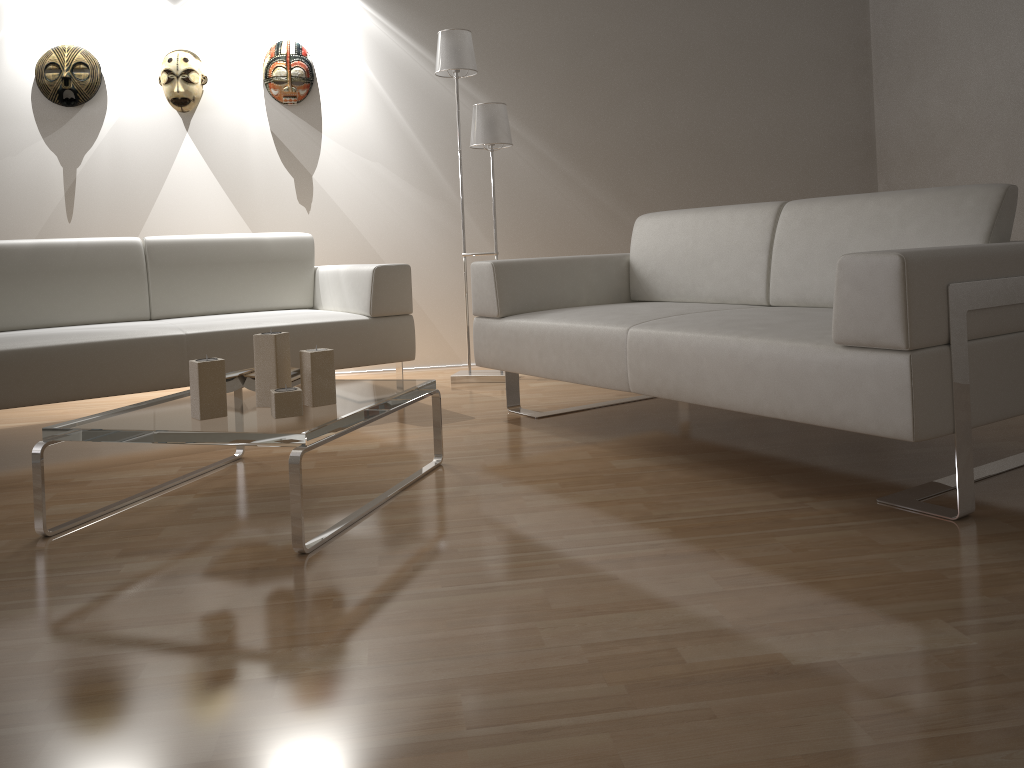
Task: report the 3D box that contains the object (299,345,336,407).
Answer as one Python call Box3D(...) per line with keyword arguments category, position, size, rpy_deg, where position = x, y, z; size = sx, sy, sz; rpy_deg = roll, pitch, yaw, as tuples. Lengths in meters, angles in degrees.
Box3D(category="object", position=(-0.489, -0.024, 2.205), size=(0.067, 0.151, 0.067), rpy_deg=(-4, 2, -38))

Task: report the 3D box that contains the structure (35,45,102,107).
Box3D(category="structure", position=(-2.238, -1.554, 4.401), size=(0.317, 0.315, 0.069), rpy_deg=(-3, 0, -8))

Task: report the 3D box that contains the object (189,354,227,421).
Box3D(category="object", position=(-0.728, 0.004, 2.096), size=(0.067, 0.150, 0.067), rpy_deg=(-4, 2, -38))

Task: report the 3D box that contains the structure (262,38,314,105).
Box3D(category="structure", position=(-1.167, -1.631, 4.556), size=(0.265, 0.354, 0.075), rpy_deg=(-3, 0, -8))

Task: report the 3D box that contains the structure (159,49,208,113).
Box3D(category="structure", position=(-1.686, -1.550, 4.452), size=(0.243, 0.328, 0.130), rpy_deg=(-3, 1, -7))

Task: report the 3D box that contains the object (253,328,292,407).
Box3D(category="object", position=(-0.608, -0.044, 2.224), size=(0.067, 0.196, 0.067), rpy_deg=(-2, 1, 17))

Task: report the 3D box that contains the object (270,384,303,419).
Box3D(category="object", position=(-0.534, 0.037, 2.071), size=(0.067, 0.074, 0.067), rpy_deg=(-4, 4, -23))

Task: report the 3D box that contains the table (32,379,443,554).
Box3D(category="table", position=(-0.656, 0.170, 2.298), size=(0.699, 0.248, 0.804), rpy_deg=(0, 8, 17))

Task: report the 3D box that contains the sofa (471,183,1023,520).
Box3D(category="sofa", position=(0.703, -0.210, 2.766), size=(0.911, 0.735, 1.790), rpy_deg=(-6, 8, -32))

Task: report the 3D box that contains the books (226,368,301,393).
Box3D(category="books", position=(-0.738, -0.017, 2.536), size=(0.291, 0.055, 0.206), rpy_deg=(-2, 8, 7))

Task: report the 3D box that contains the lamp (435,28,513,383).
Box3D(category="lamp", position=(-0.162, -0.852, 4.174), size=(0.364, 1.666, 0.209), rpy_deg=(-3, 0, 12))

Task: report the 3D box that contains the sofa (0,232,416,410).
Box3D(category="sofa", position=(-1.377, -0.217, 3.417), size=(1.793, 0.736, 0.909), rpy_deg=(-7, 7, -33))
